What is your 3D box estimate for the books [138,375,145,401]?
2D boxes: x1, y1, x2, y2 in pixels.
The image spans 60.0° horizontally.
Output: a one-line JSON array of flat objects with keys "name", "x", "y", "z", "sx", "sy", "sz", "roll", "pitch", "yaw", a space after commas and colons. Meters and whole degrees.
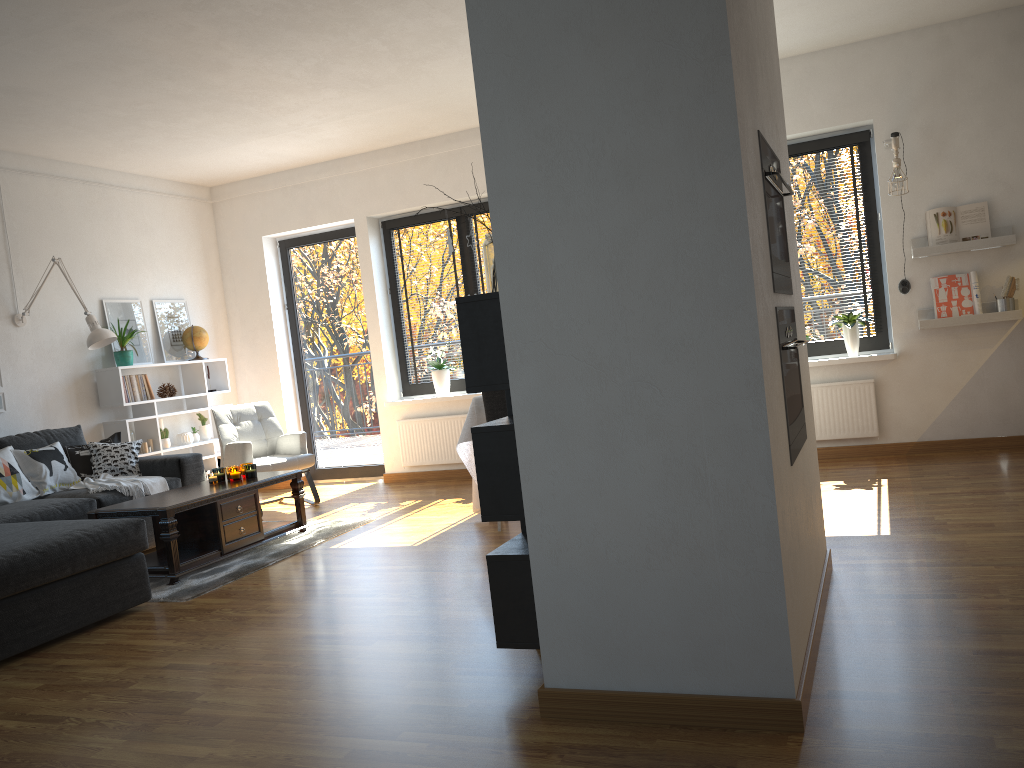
[{"name": "books", "x": -2.917, "y": 0.037, "z": 6.860, "sx": 0.131, "sy": 0.204, "sz": 0.035, "roll": -5, "pitch": 3, "yaw": 23}]

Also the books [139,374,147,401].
[{"name": "books", "x": -2.910, "y": 0.033, "z": 6.880, "sx": 0.133, "sy": 0.208, "sz": 0.044, "roll": -5, "pitch": 3, "yaw": 23}]

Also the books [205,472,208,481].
[{"name": "books", "x": -2.575, "y": 0.809, "z": 7.398, "sx": 0.103, "sy": 0.146, "sz": 0.018, "roll": -5, "pitch": 3, "yaw": 23}]

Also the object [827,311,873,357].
[{"name": "object", "x": 2.342, "y": -0.345, "z": 6.155, "sx": 0.292, "sy": 0.316, "sz": 0.353, "roll": -6, "pitch": 3, "yaw": 14}]

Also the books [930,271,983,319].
[{"name": "books", "x": 2.904, "y": -0.557, "z": 5.796, "sx": 0.283, "sy": 0.331, "sz": 0.138, "roll": -6, "pitch": 3, "yaw": 20}]

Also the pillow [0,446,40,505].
[{"name": "pillow", "x": -3.107, "y": 0.579, "z": 5.385, "sx": 0.285, "sy": 0.369, "sz": 0.436, "roll": -5, "pitch": 3, "yaw": 23}]

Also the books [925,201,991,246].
[{"name": "books", "x": 2.899, "y": -1.012, "z": 5.759, "sx": 0.364, "sy": 0.299, "sz": 0.109, "roll": -6, "pitch": 3, "yaw": 23}]

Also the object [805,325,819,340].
[{"name": "object", "x": 1.956, "y": -0.301, "z": 6.260, "sx": 0.380, "sy": 0.309, "sz": 0.370, "roll": -7, "pitch": 3, "yaw": -3}]

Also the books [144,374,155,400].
[{"name": "books", "x": -2.880, "y": 0.028, "z": 6.942, "sx": 0.132, "sy": 0.204, "sz": 0.070, "roll": -5, "pitch": 3, "yaw": 24}]

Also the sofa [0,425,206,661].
[{"name": "sofa", "x": -2.571, "y": 0.706, "z": 4.962, "sx": 2.164, "sy": 0.848, "sz": 2.505, "roll": -6, "pitch": 3, "yaw": 23}]

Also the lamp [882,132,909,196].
[{"name": "lamp", "x": 2.506, "y": -1.422, "z": 5.788, "sx": 0.131, "sy": 0.395, "sz": 0.311, "roll": -5, "pitch": 3, "yaw": 27}]

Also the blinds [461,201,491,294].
[{"name": "blinds", "x": -0.002, "y": -0.793, "z": 7.221, "sx": 0.711, "sy": 1.423, "sz": 0.049, "roll": -5, "pitch": 3, "yaw": 23}]

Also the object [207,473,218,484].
[{"name": "object", "x": -1.818, "y": 0.574, "z": 5.391, "sx": 0.060, "sy": 0.061, "sz": 0.059, "roll": -5, "pitch": 3, "yaw": 28}]

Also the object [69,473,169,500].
[{"name": "object", "x": -2.567, "y": 0.691, "z": 5.632, "sx": 0.606, "sy": 0.212, "sz": 0.487, "roll": -6, "pitch": 3, "yaw": 19}]

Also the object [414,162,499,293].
[{"name": "object", "x": -0.106, "y": -0.539, "z": 2.836, "sx": 0.426, "sy": 0.522, "sz": 0.298, "roll": -6, "pitch": 3, "yaw": 20}]

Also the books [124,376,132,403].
[{"name": "books", "x": -2.963, "y": 0.045, "z": 6.741, "sx": 0.129, "sy": 0.209, "sz": 0.035, "roll": -5, "pitch": 3, "yaw": 23}]

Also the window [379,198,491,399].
[{"name": "window", "x": 4.976, "y": 0.438, "z": 18.093, "sx": 21.806, "sy": 18.385, "sz": 12.976, "roll": -9, "pitch": 3, "yaw": -37}]

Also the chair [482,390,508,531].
[{"name": "chair", "x": 0.172, "y": 0.323, "z": 5.155, "sx": 0.462, "sy": 0.961, "sz": 0.544, "roll": -5, "pitch": 3, "yaw": 28}]

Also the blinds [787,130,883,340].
[{"name": "blinds", "x": 2.213, "y": -1.013, "z": 6.287, "sx": 0.711, "sy": 1.423, "sz": 0.049, "roll": -5, "pitch": 3, "yaw": 23}]

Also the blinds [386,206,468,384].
[{"name": "blinds", "x": -0.666, "y": -0.727, "z": 7.501, "sx": 0.711, "sy": 1.423, "sz": 0.049, "roll": -5, "pitch": 3, "yaw": 23}]

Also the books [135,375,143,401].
[{"name": "books", "x": -2.925, "y": 0.037, "z": 6.839, "sx": 0.133, "sy": 0.209, "sz": 0.044, "roll": -5, "pitch": 3, "yaw": 22}]

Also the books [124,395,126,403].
[{"name": "books", "x": -2.983, "y": 0.059, "z": 6.678, "sx": 0.124, "sy": 0.192, "sz": 0.047, "roll": -5, "pitch": 3, "yaw": 22}]

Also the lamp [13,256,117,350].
[{"name": "lamp", "x": -3.086, "y": -0.550, "z": 6.122, "sx": 0.698, "sy": 0.670, "sz": 0.200, "roll": -6, "pitch": 3, "yaw": 14}]

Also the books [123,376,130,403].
[{"name": "books", "x": -2.971, "y": 0.049, "z": 6.727, "sx": 0.136, "sy": 0.210, "sz": 0.033, "roll": -5, "pitch": 3, "yaw": 23}]

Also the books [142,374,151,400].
[{"name": "books", "x": -2.896, "y": 0.030, "z": 6.914, "sx": 0.128, "sy": 0.211, "sz": 0.061, "roll": -5, "pitch": 3, "yaw": 24}]

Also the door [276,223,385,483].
[{"name": "door", "x": -1.572, "y": -0.251, "z": 7.964, "sx": 0.976, "sy": 2.276, "sz": 0.119, "roll": -5, "pitch": 3, "yaw": 23}]

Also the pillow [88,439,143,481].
[{"name": "pillow", "x": -2.672, "y": 0.527, "z": 6.010, "sx": 0.357, "sy": 0.313, "sz": 0.169, "roll": -8, "pitch": 3, "yaw": -27}]

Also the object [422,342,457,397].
[{"name": "object", "x": -0.597, "y": -0.116, "z": 7.345, "sx": 0.286, "sy": 0.444, "sz": 0.340, "roll": -6, "pitch": 3, "yaw": 11}]

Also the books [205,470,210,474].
[{"name": "books", "x": -2.572, "y": 0.804, "z": 7.422, "sx": 0.123, "sy": 0.157, "sz": 0.031, "roll": -5, "pitch": 3, "yaw": 23}]

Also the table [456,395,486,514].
[{"name": "table", "x": 0.719, "y": 0.345, "z": 5.507, "sx": 1.857, "sy": 0.763, "sz": 1.234, "roll": -6, "pitch": 3, "yaw": 23}]

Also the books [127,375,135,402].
[{"name": "books", "x": -2.956, "y": 0.044, "z": 6.762, "sx": 0.136, "sy": 0.209, "sz": 0.044, "roll": -5, "pitch": 3, "yaw": 23}]

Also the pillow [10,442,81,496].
[{"name": "pillow", "x": -2.971, "y": 0.546, "z": 5.699, "sx": 0.266, "sy": 0.318, "sz": 0.381, "roll": -5, "pitch": 3, "yaw": 23}]

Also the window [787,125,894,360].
[{"name": "window", "x": 1.879, "y": -0.938, "z": 6.473, "sx": 1.562, "sy": 1.589, "sz": 0.119, "roll": -5, "pitch": 3, "yaw": 23}]

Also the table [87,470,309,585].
[{"name": "table", "x": -1.786, "y": 0.815, "z": 5.206, "sx": 0.570, "sy": 0.409, "sz": 1.178, "roll": -6, "pitch": 3, "yaw": 23}]

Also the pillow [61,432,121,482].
[{"name": "pillow", "x": -2.861, "y": 0.532, "z": 6.027, "sx": 0.449, "sy": 0.358, "sz": 0.234, "roll": -9, "pitch": 4, "yaw": -41}]

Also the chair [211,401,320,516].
[{"name": "chair", "x": -1.924, "y": 0.562, "z": 6.850, "sx": 0.544, "sy": 0.832, "sz": 0.685, "roll": -9, "pitch": 4, "yaw": -42}]

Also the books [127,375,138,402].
[{"name": "books", "x": -2.942, "y": 0.040, "z": 6.785, "sx": 0.133, "sy": 0.210, "sz": 0.044, "roll": -5, "pitch": 3, "yaw": 23}]

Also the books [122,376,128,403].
[{"name": "books", "x": -2.978, "y": 0.049, "z": 6.705, "sx": 0.129, "sy": 0.205, "sz": 0.043, "roll": -5, "pitch": 3, "yaw": 23}]

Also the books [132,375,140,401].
[{"name": "books", "x": -2.936, "y": 0.039, "z": 6.813, "sx": 0.135, "sy": 0.208, "sz": 0.048, "roll": -5, "pitch": 3, "yaw": 23}]
